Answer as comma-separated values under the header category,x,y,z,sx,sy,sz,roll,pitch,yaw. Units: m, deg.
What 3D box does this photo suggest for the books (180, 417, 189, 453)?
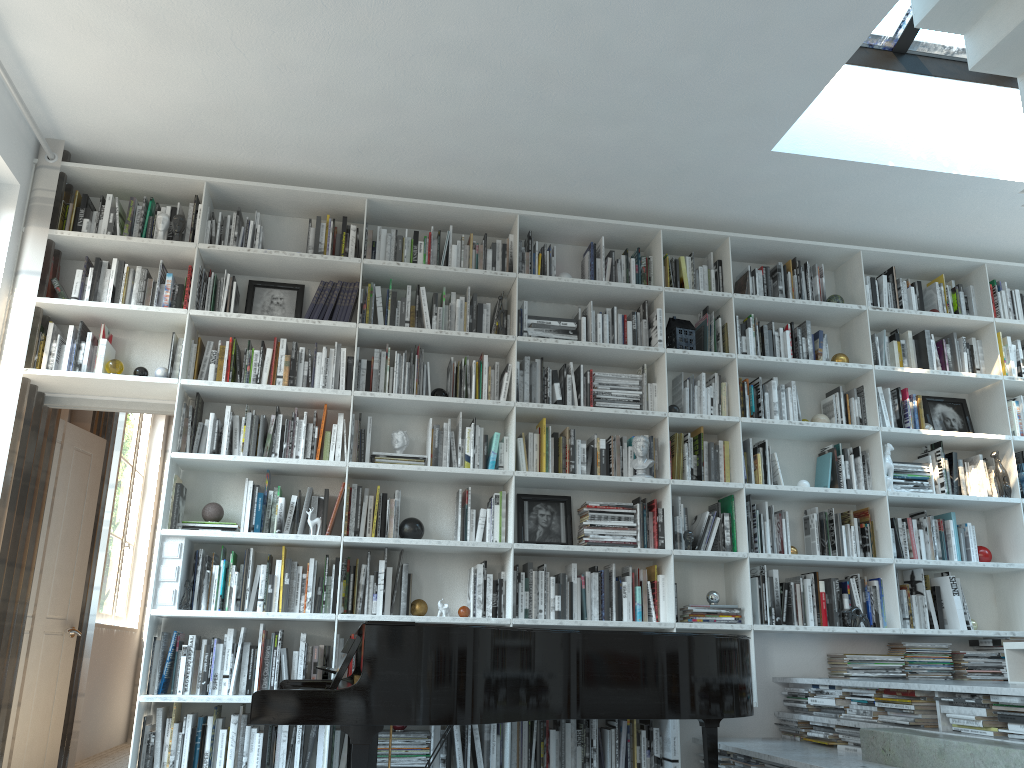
category,x,y,z,sx,sy,sz,roll,pitch,yaw
books,-1.644,0.290,4.484,0.026,0.208,0.155,4,-17,-10

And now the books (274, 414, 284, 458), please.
category,x,y,z,sx,sy,sz,roll,pitch,yaw
books,-1.201,0.301,4.575,0.021,0.255,0.156,4,-17,-10

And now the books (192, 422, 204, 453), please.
category,x,y,z,sx,sy,sz,roll,pitch,yaw
books,-1.576,0.303,4.480,0.037,0.181,0.189,4,-17,-10

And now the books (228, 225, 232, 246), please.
category,x,y,z,sx,sy,sz,roll,pitch,yaw
books,-1.529,-0.744,4.824,0.014,0.192,0.147,4,-17,-10

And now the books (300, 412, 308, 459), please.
category,x,y,z,sx,sy,sz,roll,pitch,yaw
books,-1.074,0.296,4.584,0.015,0.274,0.157,4,-17,-10

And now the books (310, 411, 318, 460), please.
category,x,y,z,sx,sy,sz,roll,pitch,yaw
books,-1.032,0.298,4.617,0.015,0.292,0.144,4,-17,-10

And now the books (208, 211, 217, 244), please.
category,x,y,z,sx,sy,sz,roll,pitch,yaw
books,-1.627,-0.784,4.813,0.007,0.258,0.157,4,-17,-10

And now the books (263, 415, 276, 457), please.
category,x,y,z,sx,sy,sz,roll,pitch,yaw
books,-1.249,0.300,4.574,0.048,0.255,0.142,4,-17,-10

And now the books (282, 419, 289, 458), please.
category,x,y,z,sx,sy,sz,roll,pitch,yaw
books,-1.162,0.313,4.564,0.013,0.228,0.177,4,-17,-10

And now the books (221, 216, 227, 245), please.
category,x,y,z,sx,sy,sz,roll,pitch,yaw
books,-1.555,-0.766,4.811,0.013,0.224,0.177,4,-17,-10

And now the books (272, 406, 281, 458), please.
category,x,y,z,sx,sy,sz,roll,pitch,yaw
books,-1.216,0.276,4.568,0.013,0.299,0.152,4,-17,-10

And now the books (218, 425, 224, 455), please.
category,x,y,z,sx,sy,sz,roll,pitch,yaw
books,-1.479,0.319,4.532,0.021,0.187,0.129,4,-17,-10

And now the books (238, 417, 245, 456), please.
category,x,y,z,sx,sy,sz,roll,pitch,yaw
books,-1.374,0.298,4.531,0.014,0.229,0.148,4,-17,-10

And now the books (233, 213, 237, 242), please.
category,x,y,z,sx,sy,sz,roll,pitch,yaw
books,-1.500,-0.785,4.827,0.007,0.271,0.155,4,-17,-10

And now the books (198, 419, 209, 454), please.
category,x,y,z,sx,sy,sz,roll,pitch,yaw
books,-1.556,0.298,4.505,0.042,0.208,0.144,4,-17,-10

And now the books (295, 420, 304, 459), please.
category,x,y,z,sx,sy,sz,roll,pitch,yaw
books,-1.101,0.319,4.603,0.028,0.241,0.132,4,-17,-10

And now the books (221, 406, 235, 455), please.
category,x,y,z,sx,sy,sz,roll,pitch,yaw
books,-1.452,0.269,4.529,0.023,0.280,0.174,4,-17,-10

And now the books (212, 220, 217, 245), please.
category,x,y,z,sx,sy,sz,roll,pitch,yaw
books,-1.608,-0.760,4.809,0.032,0.209,0.159,4,-17,-10

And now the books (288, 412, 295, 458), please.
category,x,y,z,sx,sy,sz,roll,pitch,yaw
books,-1.138,0.296,4.581,0.012,0.271,0.146,4,-17,-10

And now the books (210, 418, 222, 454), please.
category,x,y,z,sx,sy,sz,roll,pitch,yaw
books,-1.495,0.297,4.489,0.028,0.203,0.188,4,-17,-10

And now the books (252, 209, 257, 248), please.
category,x,y,z,sx,sy,sz,roll,pitch,yaw
books,-1.409,-0.788,4.859,0.007,0.300,0.146,4,-17,-10

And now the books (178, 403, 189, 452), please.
category,x,y,z,sx,sy,sz,roll,pitch,yaw
books,-1.664,0.255,4.500,0.012,0.284,0.160,4,-17,-10

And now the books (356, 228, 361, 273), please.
category,x,y,z,sx,sy,sz,roll,pitch,yaw
books,-0.858,-0.724,4.953,0.039,0.251,0.147,4,-17,-10

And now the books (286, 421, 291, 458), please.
category,x,y,z,sx,sy,sz,roll,pitch,yaw
books,-1.151,0.318,4.577,0.013,0.227,0.152,4,-17,-10

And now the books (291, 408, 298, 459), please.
category,x,y,z,sx,sy,sz,roll,pitch,yaw
books,-1.129,0.286,4.603,0.011,0.303,0.130,4,-17,-10

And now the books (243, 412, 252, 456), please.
category,x,y,z,sx,sy,sz,roll,pitch,yaw
books,-1.344,0.289,4.529,0.021,0.246,0.189,4,-17,-10

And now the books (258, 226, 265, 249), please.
category,x,y,z,sx,sy,sz,roll,pitch,yaw
books,-1.374,-0.741,4.857,0.013,0.209,0.137,4,-17,-10

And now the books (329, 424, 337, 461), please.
category,x,y,z,sx,sy,sz,roll,pitch,yaw
books,-0.931,0.335,4.614,0.031,0.222,0.145,4,-17,-10

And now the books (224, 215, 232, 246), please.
category,x,y,z,sx,sy,sz,roll,pitch,yaw
books,-1.541,-0.772,4.820,0.016,0.242,0.156,4,-17,-10

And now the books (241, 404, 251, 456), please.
category,x,y,z,sx,sy,sz,roll,pitch,yaw
books,-1.361,0.268,4.541,0.011,0.292,0.184,4,-17,-10

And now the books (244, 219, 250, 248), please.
category,x,y,z,sx,sy,sz,roll,pitch,yaw
books,-1.438,-0.755,4.829,0.013,0.219,0.181,4,-17,-10

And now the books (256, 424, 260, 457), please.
category,x,y,z,sx,sy,sz,roll,pitch,yaw
books,-1.300,0.321,4.558,0.010,0.203,0.139,4,-17,-10

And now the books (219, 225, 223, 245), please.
category,x,y,z,sx,sy,sz,roll,pitch,yaw
books,-1.573,-0.747,4.819,0.017,0.193,0.129,4,-17,-10

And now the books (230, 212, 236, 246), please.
category,x,y,z,sx,sy,sz,roll,pitch,yaw
books,-1.512,-0.780,4.824,0.016,0.260,0.154,4,-17,-10

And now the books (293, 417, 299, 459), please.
category,x,y,z,sx,sy,sz,roll,pitch,yaw
books,-1.118,0.310,4.592,0.011,0.251,0.139,4,-17,-10

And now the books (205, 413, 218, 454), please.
category,x,y,z,sx,sy,sz,roll,pitch,yaw
books,-1.521,0.282,4.499,0.022,0.235,0.177,4,-17,-10

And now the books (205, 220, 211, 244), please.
category,x,y,z,sx,sy,sz,roll,pitch,yaw
books,-1.638,-0.761,4.798,0.017,0.203,0.143,4,-17,-10

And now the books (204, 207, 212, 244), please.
category,x,y,z,sx,sy,sz,roll,pitch,yaw
books,-1.651,-0.798,4.815,0.007,0.284,0.160,4,-17,-10

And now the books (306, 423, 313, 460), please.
category,x,y,z,sx,sy,sz,roll,pitch,yaw
books,-1.049,0.330,4.599,0.021,0.220,0.149,4,-17,-10

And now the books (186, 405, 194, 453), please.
category,x,y,z,sx,sy,sz,roll,pitch,yaw
books,-1.618,0.259,4.481,0.027,0.265,0.176,4,-17,-10

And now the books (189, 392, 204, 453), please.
category,x,y,z,sx,sy,sz,roll,pitch,yaw
books,-1.598,0.227,4.491,0.012,0.332,0.185,4,-17,-10

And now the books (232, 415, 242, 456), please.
category,x,y,z,sx,sy,sz,roll,pitch,yaw
books,-1.409,0.295,4.546,0.049,0.242,0.139,4,-17,-10

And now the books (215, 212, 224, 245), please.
category,x,y,z,sx,sy,sz,roll,pitch,yaw
books,-1.584,-0.779,4.811,0.012,0.248,0.180,4,-17,-10

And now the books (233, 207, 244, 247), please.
category,x,y,z,sx,sy,sz,roll,pitch,yaw
books,-1.487,-0.792,4.815,0.015,0.278,0.191,4,-17,-10

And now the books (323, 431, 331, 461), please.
category,x,y,z,sx,sy,sz,roll,pitch,yaw
books,-0.961,0.352,4.603,0.030,0.183,0.152,4,-17,-10

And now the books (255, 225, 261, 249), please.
category,x,y,z,sx,sy,sz,roll,pitch,yaw
books,-1.385,-0.741,4.844,0.014,0.201,0.171,4,-17,-10

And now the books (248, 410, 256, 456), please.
category,x,y,z,sx,sy,sz,roll,pitch,yaw
books,-1.332,0.284,4.552,0.011,0.270,0.158,4,-17,-10

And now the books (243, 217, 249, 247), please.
category,x,y,z,sx,sy,sz,roll,pitch,yaw
books,-1.452,-0.769,4.841,0.013,0.252,0.129,4,-17,-10

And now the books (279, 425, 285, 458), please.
category,x,y,z,sx,sy,sz,roll,pitch,yaw
books,-1.181,0.327,4.571,0.021,0.204,0.130,4,-17,-10

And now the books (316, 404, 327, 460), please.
category,x,y,z,sx,sy,sz,roll,pitch,yaw
books,-0.991,0.281,4.615,0.035,0.324,0.170,4,-17,-10

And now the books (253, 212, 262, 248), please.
category,x,y,z,sx,sy,sz,roll,pitch,yaw
books,-1.401,-0.780,4.871,0.015,0.292,0.131,4,-17,-10

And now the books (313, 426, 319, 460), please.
category,x,y,z,sx,sy,sz,roll,pitch,yaw
books,-1.016,0.337,4.592,0.013,0.202,0.162,4,-17,-10

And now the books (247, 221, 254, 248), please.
category,x,y,z,sx,sy,sz,roll,pitch,yaw
books,-1.420,-0.753,4.825,0.021,0.213,0.174,4,-17,-10

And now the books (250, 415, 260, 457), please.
category,x,y,z,sx,sy,sz,roll,pitch,yaw
books,-1.312,0.296,4.535,0.024,0.236,0.167,4,-17,-10

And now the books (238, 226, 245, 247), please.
category,x,y,z,sx,sy,sz,roll,pitch,yaw
books,-1.471,-0.739,4.822,0.026,0.182,0.162,4,-17,-10

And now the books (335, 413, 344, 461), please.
category,x,y,z,sx,sy,sz,roll,pitch,yaw
books,-0.903,0.309,4.632,0.027,0.285,0.148,4,-17,-10

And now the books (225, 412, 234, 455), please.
category,x,y,z,sx,sy,sz,roll,pitch,yaw
books,-1.434,0.285,4.519,0.011,0.245,0.177,4,-17,-10

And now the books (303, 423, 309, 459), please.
category,x,y,z,sx,sy,sz,roll,pitch,yaw
books,-1.064,0.329,4.592,0.012,0.216,0.160,4,-17,-10

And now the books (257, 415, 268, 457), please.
category,x,y,z,sx,sy,sz,roll,pitch,yaw
books,-1.280,0.299,4.549,0.023,0.241,0.185,4,-17,-10
